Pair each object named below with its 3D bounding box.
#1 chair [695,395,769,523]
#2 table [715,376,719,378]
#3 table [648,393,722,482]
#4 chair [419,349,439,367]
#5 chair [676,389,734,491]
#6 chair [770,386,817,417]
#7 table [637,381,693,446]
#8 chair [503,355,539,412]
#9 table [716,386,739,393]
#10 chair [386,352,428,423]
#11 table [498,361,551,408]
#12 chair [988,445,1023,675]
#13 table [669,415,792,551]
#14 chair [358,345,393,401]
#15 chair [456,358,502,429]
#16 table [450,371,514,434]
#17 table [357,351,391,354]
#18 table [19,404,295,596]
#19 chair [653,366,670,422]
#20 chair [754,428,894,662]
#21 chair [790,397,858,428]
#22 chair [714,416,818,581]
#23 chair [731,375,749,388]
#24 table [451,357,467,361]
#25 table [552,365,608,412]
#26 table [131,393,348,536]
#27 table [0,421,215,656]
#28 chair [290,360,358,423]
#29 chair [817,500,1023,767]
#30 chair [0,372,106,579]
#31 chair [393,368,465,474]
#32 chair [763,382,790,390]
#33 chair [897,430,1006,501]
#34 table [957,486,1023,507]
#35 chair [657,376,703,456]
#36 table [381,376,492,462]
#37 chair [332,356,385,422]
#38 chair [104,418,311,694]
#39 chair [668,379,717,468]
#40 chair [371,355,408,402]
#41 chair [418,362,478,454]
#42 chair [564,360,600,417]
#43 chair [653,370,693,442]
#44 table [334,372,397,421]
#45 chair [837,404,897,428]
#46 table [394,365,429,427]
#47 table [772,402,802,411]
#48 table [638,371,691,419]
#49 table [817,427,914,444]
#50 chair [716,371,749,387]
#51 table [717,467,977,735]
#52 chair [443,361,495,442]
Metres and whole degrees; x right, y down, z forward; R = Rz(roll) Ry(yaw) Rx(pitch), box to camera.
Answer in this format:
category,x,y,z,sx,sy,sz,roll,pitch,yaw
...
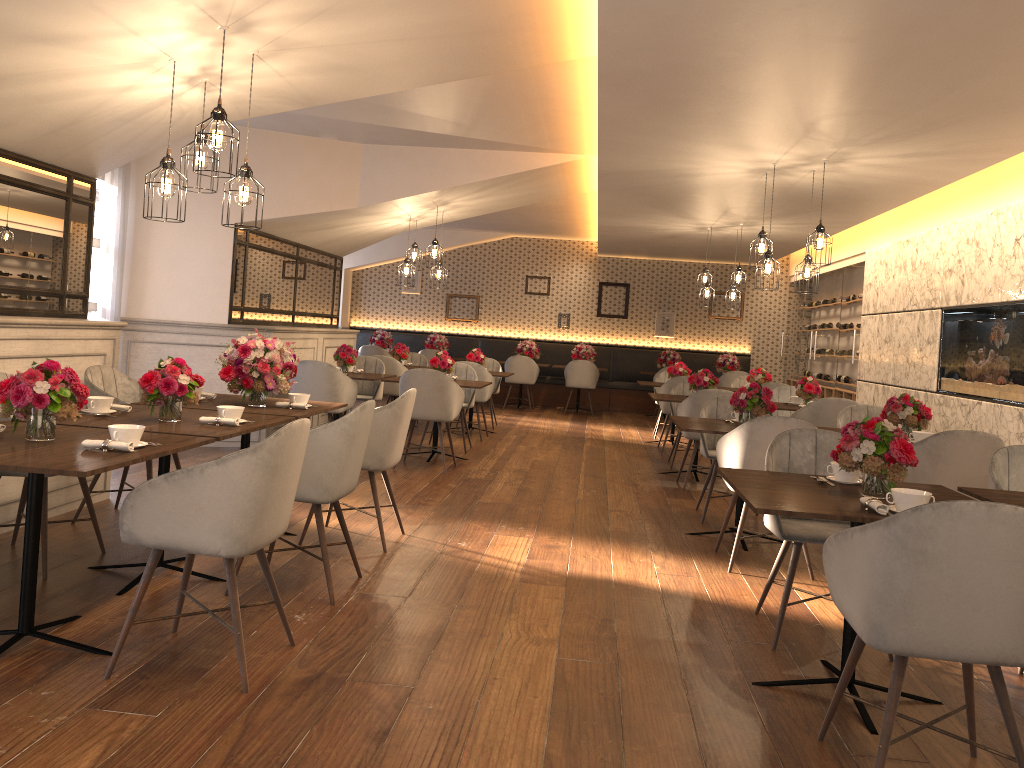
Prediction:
category,x,y,z,sx,sy,sz,roll,pitch,yaw
chair,1.588,0.528,6.303,0.565,0.872,0.526,4,1,5
table,3.463,0.261,14.407,0.896,0.721,0.897,4,2,5
table,1.715,0.501,8.221,0.896,0.721,0.897,4,2,5
chair,-1.276,-0.126,14.193,0.565,0.872,0.526,4,1,5
chair,1.693,0.462,7.549,0.565,0.872,0.526,4,1,5
chair,2.789,0.466,8.777,0.565,0.872,0.526,4,1,5
table,1.953,0.374,10.687,0.896,0.721,0.897,4,2,5
chair,0.130,-0.022,14.057,0.565,0.872,0.526,4,1,5
table,2.906,0.444,10.595,0.896,0.721,0.897,4,2,5
chair,-1.360,0.033,11.367,0.565,0.872,0.526,4,1,5
table,0.151,0.016,14.729,0.896,0.721,0.897,4,2,5
chair,2.303,0.725,3.745,0.565,0.872,0.526,4,1,5
table,1.467,0.633,5.655,0.896,0.721,0.897,4,2,5
chair,-2.229,-0.196,14.286,0.565,0.872,0.526,4,1,5
chair,-0.407,0.103,11.275,0.565,0.872,0.526,4,1,5
table,-0.483,0.212,10.622,0.896,0.721,0.897,4,2,5
table,-2.208,-0.158,14.958,0.896,0.721,0.897,4,2,5
table,-1.602,0.517,4.053,0.896,0.721,0.897,4,2,5
chair,2.489,0.152,13.828,0.565,0.872,0.526,4,1,5
chair,1.350,0.655,3.837,0.565,0.872,0.526,4,1,5
chair,2.646,0.533,7.457,0.565,0.872,0.526,4,1,5
chair,1.445,0.595,4.983,0.565,0.872,0.526,4,1,5
chair,3.027,0.339,11.243,0.565,0.872,0.526,4,1,5
table,-1.255,-0.087,14.865,0.896,0.721,0.897,4,2,5
table,1.104,0.087,14.636,0.896,0.721,0.897,4,2,5
table,-1.512,0.469,4.987,0.896,0.721,0.897,4,2,5
table,-1.692,0.565,3.118,0.896,0.721,0.897,4,2,5
chair,-1.680,0.222,7.729,0.565,0.872,0.526,4,1,5
chair,1.207,0.721,2.517,0.565,0.872,0.526,4,1,5
chair,-2.247,0.392,4.136,0.526,0.872,0.565,4,1,5
chair,-0.727,0.292,7.637,0.565,0.872,0.526,4,1,5
chair,2.884,0.406,9.923,0.565,0.872,0.526,4,1,5
chair,2.398,0.665,4.890,0.565,0.872,0.526,4,1,5
table,2.181,0.830,3.096,0.896,0.721,0.897,4,2,5
chair,1.932,0.335,10.015,0.565,0.872,0.526,4,1,5
table,-0.706,0.331,8.308,0.896,0.721,0.897,4,2,5
chair,-1.583,0.152,9.054,0.565,0.872,0.526,4,1,5
chair,-1.017,0.537,3.091,0.526,0.872,0.565,4,1,5
chair,1.836,0.395,8.870,0.565,0.872,0.526,4,1,5
chair,-1.456,0.103,10.042,0.565,0.872,0.526,4,1,5
chair,-0.631,0.222,8.962,0.565,0.872,0.526,4,1,5
chair,1.083,0.048,13.964,0.565,0.872,0.526,4,1,5
chair,2.075,0.269,11.336,0.565,0.872,0.526,4,1,5
table,-1.659,0.260,8.401,0.896,0.721,0.897,4,2,5
chair,2.541,0.598,6.211,0.565,0.872,0.526,4,1,5
table,-1.435,0.141,10.714,0.896,0.721,0.897,4,2,5
table,2.668,0.571,8.128,0.896,0.721,0.897,4,2,5
table,2.510,0.190,14.500,0.896,0.721,0.897,4,2,5
table,2.419,0.703,5.562,0.896,0.721,0.897,4,2,5
chair,3.442,0.222,13.735,0.565,0.872,0.526,4,1,5
table,1.228,0.760,3.189,0.896,0.721,0.897,4,2,5
chair,-0.504,0.173,9.950,0.565,0.872,0.526,4,1,5
